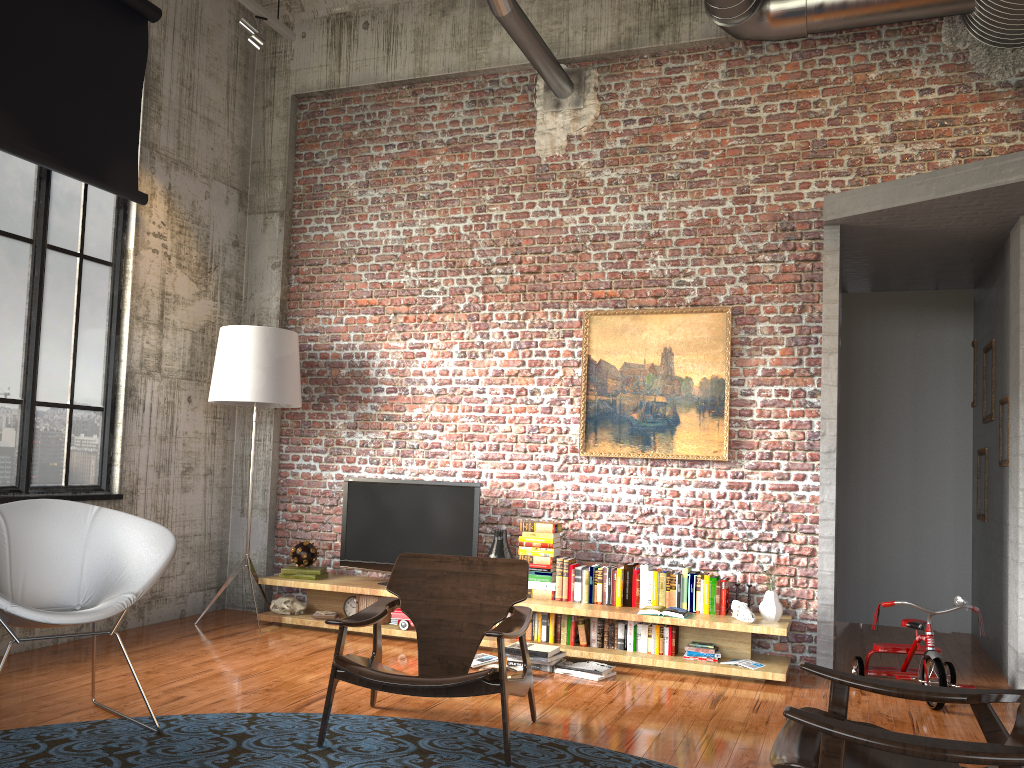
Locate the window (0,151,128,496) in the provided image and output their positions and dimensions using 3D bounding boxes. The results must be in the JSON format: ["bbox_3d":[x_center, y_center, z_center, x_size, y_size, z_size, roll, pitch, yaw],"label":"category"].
[{"bbox_3d":[-3.261,-1.005,5.251,0.050,3.428,2.585,1,-4,21],"label":"window"}]

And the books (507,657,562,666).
[{"bbox_3d":[0.150,1.760,5.709,0.299,0.028,0.237,0,-5,19],"label":"books"}]

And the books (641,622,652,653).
[{"bbox_3d":[0.895,1.686,5.903,0.043,0.185,0.129,1,-4,21],"label":"books"}]

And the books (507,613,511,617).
[{"bbox_3d":[-0.011,1.655,6.244,0.057,0.246,0.172,1,-4,21],"label":"books"}]

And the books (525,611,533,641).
[{"bbox_3d":[0.139,1.671,6.180,0.049,0.213,0.148,1,-4,21],"label":"books"}]

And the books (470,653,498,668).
[{"bbox_3d":[-0.330,1.764,5.763,0.422,0.049,0.301,-2,-6,35],"label":"books"}]

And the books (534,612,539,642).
[{"bbox_3d":[0.192,1.681,6.153,0.023,0.193,0.140,1,-4,21],"label":"books"}]

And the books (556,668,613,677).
[{"bbox_3d":[0.455,1.784,5.545,0.307,0.017,0.232,0,-5,19],"label":"books"}]

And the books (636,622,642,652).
[{"bbox_3d":[0.865,1.690,5.932,0.034,0.181,0.132,1,-4,21],"label":"books"}]

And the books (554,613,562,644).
[{"bbox_3d":[0.344,1.668,6.119,0.052,0.225,0.157,1,-4,21],"label":"books"}]

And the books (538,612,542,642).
[{"bbox_3d":[0.215,1.681,6.147,0.023,0.193,0.140,1,-4,21],"label":"books"}]

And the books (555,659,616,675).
[{"bbox_3d":[0.462,1.769,5.553,0.311,0.014,0.251,-1,-6,27],"label":"books"}]

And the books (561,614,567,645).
[{"bbox_3d":[0.379,1.674,6.083,0.039,0.208,0.152,1,-4,21],"label":"books"}]

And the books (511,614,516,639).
[{"bbox_3d":[0.037,1.652,6.222,0.046,0.251,0.153,1,-4,21],"label":"books"}]

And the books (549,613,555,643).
[{"bbox_3d":[0.298,1.668,6.116,0.030,0.219,0.159,1,-4,21],"label":"books"}]

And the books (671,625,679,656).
[{"bbox_3d":[1.073,1.684,5.835,0.026,0.191,0.138,1,-4,21],"label":"books"}]

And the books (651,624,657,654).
[{"bbox_3d":[0.954,1.684,5.883,0.026,0.191,0.138,1,-4,21],"label":"books"}]

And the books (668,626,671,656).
[{"bbox_3d":[1.053,1.685,5.844,0.019,0.188,0.121,1,-4,21],"label":"books"}]

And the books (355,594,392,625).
[{"bbox_3d":[-1.028,1.666,6.591,0.232,0.218,0.174,0,-4,21],"label":"books"}]

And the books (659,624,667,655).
[{"bbox_3d":[1.001,1.684,5.865,0.026,0.191,0.138,1,-4,21],"label":"books"}]

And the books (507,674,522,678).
[{"bbox_3d":[0.009,1.765,5.390,0.129,0.030,0.182,-3,-7,43],"label":"books"}]

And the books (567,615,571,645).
[{"bbox_3d":[0.414,1.669,6.077,0.030,0.219,0.159,1,-4,21],"label":"books"}]

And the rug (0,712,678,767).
[{"bbox_3d":[-0.890,1.445,2.043,4.849,0.009,4.853,4,-6,-23],"label":"rug"}]

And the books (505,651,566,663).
[{"bbox_3d":[0.149,1.728,5.674,0.320,0.028,0.262,-1,-6,31],"label":"books"}]

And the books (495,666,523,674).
[{"bbox_3d":[0.006,1.739,5.392,0.189,0.022,0.133,4,-5,-18],"label":"books"}]

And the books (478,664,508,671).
[{"bbox_3d":[-0.116,1.785,5.561,0.133,0.012,0.189,0,-5,19],"label":"books"}]

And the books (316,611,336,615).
[{"bbox_3d":[-1.398,1.722,6.681,0.114,0.016,0.113,-3,-7,45],"label":"books"}]

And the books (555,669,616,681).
[{"bbox_3d":[0.459,1.801,5.541,0.313,0.017,0.232,-2,-6,36],"label":"books"}]

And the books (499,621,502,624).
[{"bbox_3d":[-0.054,1.680,6.249,0.023,0.193,0.140,1,-4,21],"label":"books"}]

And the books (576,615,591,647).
[{"bbox_3d":[0.493,1.653,6.048,0.088,0.255,0.153,1,-4,21],"label":"books"}]

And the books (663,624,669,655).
[{"bbox_3d":[1.030,1.690,5.859,0.034,0.181,0.132,1,-4,21],"label":"books"}]

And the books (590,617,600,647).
[{"bbox_3d":[0.577,1.672,6.037,0.049,0.214,0.149,1,-4,21],"label":"books"}]

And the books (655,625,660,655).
[{"bbox_3d":[0.976,1.684,5.871,0.026,0.191,0.138,1,-4,21],"label":"books"}]

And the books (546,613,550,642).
[{"bbox_3d":[0.278,1.670,6.144,0.030,0.219,0.159,1,-4,21],"label":"books"}]

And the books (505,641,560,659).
[{"bbox_3d":[0.130,1.696,5.656,0.296,0.035,0.236,0,-6,23],"label":"books"}]

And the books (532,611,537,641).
[{"bbox_3d":[0.174,1.669,6.169,0.022,0.217,0.139,1,-4,21],"label":"books"}]

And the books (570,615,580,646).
[{"bbox_3d":[0.438,1.668,6.058,0.030,0.219,0.159,1,-4,21],"label":"books"}]

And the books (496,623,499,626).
[{"bbox_3d":[-0.076,1.668,6.255,0.022,0.217,0.139,1,-4,21],"label":"books"}]

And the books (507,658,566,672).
[{"bbox_3d":[0.162,1.795,5.711,0.320,0.040,0.237,0,-6,23],"label":"books"}]

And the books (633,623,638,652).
[{"bbox_3d":[0.835,1.695,5.929,0.020,0.168,0.122,1,-4,21],"label":"books"}]

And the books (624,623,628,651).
[{"bbox_3d":[0.778,1.695,5.949,0.020,0.168,0.122,1,-4,21],"label":"books"}]

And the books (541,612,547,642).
[{"bbox_3d":[0.244,1.678,6.144,0.032,0.200,0.146,1,-4,21],"label":"books"}]
